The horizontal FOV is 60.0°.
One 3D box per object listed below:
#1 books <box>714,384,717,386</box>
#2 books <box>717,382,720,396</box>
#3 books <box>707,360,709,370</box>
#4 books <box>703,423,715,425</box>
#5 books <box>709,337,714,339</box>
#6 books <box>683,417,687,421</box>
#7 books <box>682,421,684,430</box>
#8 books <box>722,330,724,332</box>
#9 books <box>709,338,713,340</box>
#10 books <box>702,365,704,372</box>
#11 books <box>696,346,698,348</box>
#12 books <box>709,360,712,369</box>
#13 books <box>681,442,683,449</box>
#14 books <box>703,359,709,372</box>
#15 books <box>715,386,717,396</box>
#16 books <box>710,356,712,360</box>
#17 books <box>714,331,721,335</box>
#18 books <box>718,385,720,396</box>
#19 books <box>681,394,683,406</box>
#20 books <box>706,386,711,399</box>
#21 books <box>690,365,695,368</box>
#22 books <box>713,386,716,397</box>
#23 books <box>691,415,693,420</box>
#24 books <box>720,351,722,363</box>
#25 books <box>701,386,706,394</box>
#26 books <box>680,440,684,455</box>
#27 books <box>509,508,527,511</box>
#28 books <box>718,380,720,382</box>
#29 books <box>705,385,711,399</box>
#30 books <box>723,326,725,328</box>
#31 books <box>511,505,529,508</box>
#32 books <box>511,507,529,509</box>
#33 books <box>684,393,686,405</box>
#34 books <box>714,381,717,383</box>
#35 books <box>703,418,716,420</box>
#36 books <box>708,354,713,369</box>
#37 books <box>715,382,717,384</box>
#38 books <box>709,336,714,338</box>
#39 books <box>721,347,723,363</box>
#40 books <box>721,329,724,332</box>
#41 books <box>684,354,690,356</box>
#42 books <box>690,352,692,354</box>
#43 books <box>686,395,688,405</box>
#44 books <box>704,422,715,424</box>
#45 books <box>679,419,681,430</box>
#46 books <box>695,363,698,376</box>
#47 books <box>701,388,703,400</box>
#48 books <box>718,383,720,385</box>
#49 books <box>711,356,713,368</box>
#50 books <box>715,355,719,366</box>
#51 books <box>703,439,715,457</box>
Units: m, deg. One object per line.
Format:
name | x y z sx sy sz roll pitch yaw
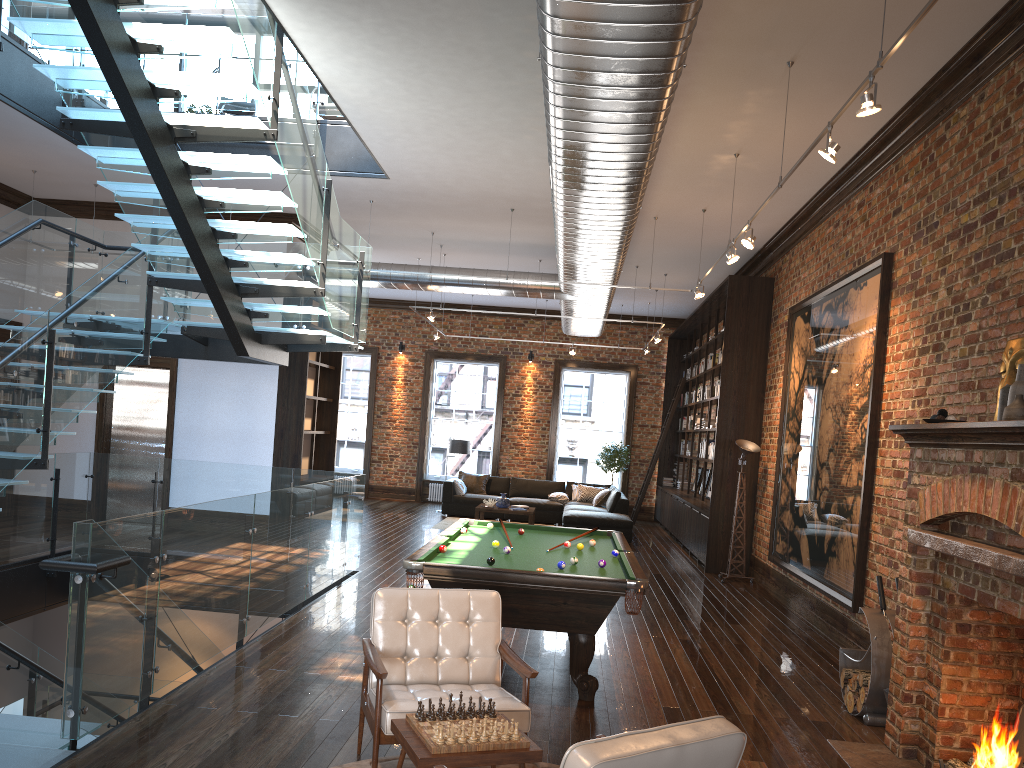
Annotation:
books | 3.455 0.133 14.789 0.186 0.244 0.079 4 1 4
books | 3.458 0.109 14.577 0.166 0.269 0.011 4 2 4
books | 3.594 -0.299 16.011 0.143 0.251 0.078 4 1 4
books | 3.449 0.696 15.405 0.235 0.014 0.166 4 -3 4
books | 3.612 -0.803 15.789 0.199 0.017 0.303 4 -3 -1
books | 3.702 0.844 18.707 0.179 0.299 0.015 4 2 4
books | 3.683 0.885 18.685 0.187 0.212 0.035 4 2 4
books | 3.513 -0.849 14.347 0.206 0.009 0.334 4 -3 7
books | 3.620 -0.788 15.789 0.203 0.011 0.308 4 -3 4
books | 3.609 -0.246 16.382 0.176 0.185 0.035 4 2 4
books | 3.745 -0.718 17.614 0.192 0.007 0.365 4 -3 6
books | 3.531 -0.313 15.428 0.193 0.203 0.027 4 2 4
books | 3.669 1.365 18.733 0.186 0.267 0.035 4 2 4
books | 3.604 -0.307 16.239 0.176 0.289 0.030 4 2 4
books | 3.449 0.142 14.629 0.181 0.208 0.030 4 2 4
books | 3.543 -0.345 15.459 0.180 0.271 0.011 4 2 4
books | 3.565 -0.858 15.060 0.205 0.017 0.360 4 -3 1
books | 3.429 0.125 14.362 0.180 0.209 0.024 4 2 4
books | 3.736 0.367 19.146 0.176 0.296 0.017 4 2 4
books | 3.485 0.167 15.282 0.272 0.241 0.083 4 1 4
books | 3.744 -0.209 18.261 0.167 0.338 0.016 4 2 4
books | 3.452 0.148 14.758 0.223 0.209 0.064 4 1 4
books | 3.596 0.765 17.343 0.182 0.291 0.014 4 2 4
books | 3.468 -0.404 14.381 0.184 0.259 0.032 4 2 4
books | 3.576 0.198 16.338 0.175 0.303 0.067 4 2 4
books | 3.677 1.354 18.832 0.183 0.301 0.015 4 2 4
books | 0.101 2.186 15.447 0.262 0.024 0.205 5 -3 -19
books | 3.461 0.091 14.590 0.152 0.307 0.016 4 2 4
books | 3.523 0.170 15.732 0.190 0.285 0.013 4 2 4
books | 3.532 -0.929 14.344 0.188 0.017 0.276 4 -3 6
books | 0.145 2.181 15.784 0.205 0.028 0.262 2 -4 36
books | 0.142 2.207 15.792 0.205 0.024 0.263 2 -4 38
books | 3.718 0.345 18.666 0.179 0.286 0.024 4 2 4
books | 3.517 0.122 15.340 0.155 0.335 0.014 4 2 4
books | 3.455 0.611 15.399 0.259 0.005 0.142 4 -3 8
books | 3.560 -0.364 15.602 0.186 0.329 0.069 4 2 4
books | 3.465 0.120 14.835 0.179 0.275 0.098 4 1 4
books | 3.609 -0.819 15.789 0.215 0.015 0.319 4 -3 1
books | 3.457 -0.433 14.229 0.183 0.300 0.018 4 2 4
books | 3.511 -0.863 14.347 0.216 0.020 0.234 4 -3 1
books | 3.810 -0.607 18.953 0.230 0.015 0.312 4 -3 0
books | 3.745 -0.623 18.009 0.229 0.034 0.273 4 -3 8
books | 3.699 0.354 18.349 0.191 0.229 0.034 4 2 4
books | 3.449 0.681 15.388 0.199 0.015 0.134 4 -3 4
books | 3.710 0.889 19.167 0.186 0.261 0.014 4 2 4
books | 3.672 -0.247 17.308 0.163 0.298 0.029 4 2 4
books | 3.551 0.213 16.169 0.191 0.249 0.024 4 2 4
books | 3.450 0.118 14.506 0.160 0.242 0.031 4 2 4
books | 3.518 -0.346 15.184 0.191 0.240 0.008 4 2 4
books | 3.520 -0.361 15.061 0.190 0.255 0.061 4 1 4
books | 3.456 1.135 15.529 0.182 0.336 0.015 4 2 4
